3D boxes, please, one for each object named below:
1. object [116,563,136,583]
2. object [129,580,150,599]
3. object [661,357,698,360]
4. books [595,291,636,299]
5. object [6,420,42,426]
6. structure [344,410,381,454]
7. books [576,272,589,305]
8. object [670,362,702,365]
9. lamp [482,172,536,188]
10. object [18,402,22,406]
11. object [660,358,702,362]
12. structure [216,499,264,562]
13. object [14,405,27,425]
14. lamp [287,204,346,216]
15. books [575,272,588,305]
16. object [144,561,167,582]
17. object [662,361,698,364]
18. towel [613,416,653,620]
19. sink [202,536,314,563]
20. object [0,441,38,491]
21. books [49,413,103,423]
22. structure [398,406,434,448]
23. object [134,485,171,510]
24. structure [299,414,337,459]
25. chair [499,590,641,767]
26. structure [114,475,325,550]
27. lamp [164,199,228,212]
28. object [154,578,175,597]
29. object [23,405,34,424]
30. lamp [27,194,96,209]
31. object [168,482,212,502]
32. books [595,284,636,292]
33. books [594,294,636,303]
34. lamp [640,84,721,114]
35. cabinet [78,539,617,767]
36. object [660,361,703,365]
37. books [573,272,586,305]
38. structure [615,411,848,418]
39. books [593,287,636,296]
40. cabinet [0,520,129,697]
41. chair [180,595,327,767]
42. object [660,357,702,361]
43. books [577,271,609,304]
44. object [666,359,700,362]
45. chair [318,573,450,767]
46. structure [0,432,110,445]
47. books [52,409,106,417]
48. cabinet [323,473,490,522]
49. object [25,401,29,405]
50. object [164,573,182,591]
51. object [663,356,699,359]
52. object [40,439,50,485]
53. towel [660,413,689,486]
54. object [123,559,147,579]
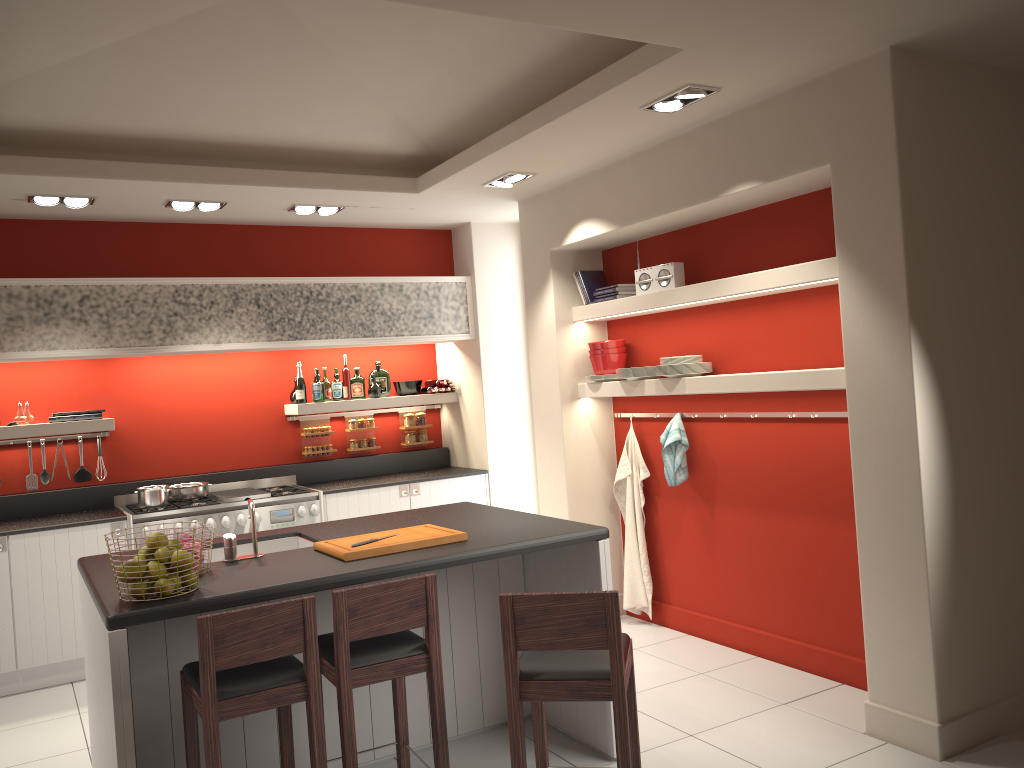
[{"bbox_3d":[-1.373,0.676,3.168,0.076,0.077,0.076,-4,0,25],"label":"object"},{"bbox_3d":[-1.316,0.725,3.131,0.068,0.068,0.068,-4,0,-19],"label":"object"},{"bbox_3d":[1.027,-0.150,5.385,0.255,0.015,0.255,-4,0,41],"label":"object"},{"bbox_3d":[0.714,-0.591,5.898,0.207,0.019,0.258,-4,0,-29],"label":"books"},{"bbox_3d":[-3.333,0.266,6.063,0.160,0.027,0.183,-4,0,-1],"label":"object"},{"bbox_3d":[-1.240,0.398,7.354,0.256,0.347,0.130,-4,0,-30],"label":"structure"},{"bbox_3d":[0.570,-0.665,6.139,0.209,0.243,0.126,-4,0,-30],"label":"books"},{"bbox_3d":[1.029,-0.116,5.385,0.255,0.015,0.255,-4,0,41],"label":"object"},{"bbox_3d":[-0.022,-1.326,5.701,0.199,0.090,0.361,-4,0,-30],"label":"lamp"},{"bbox_3d":[-3.342,0.135,6.019,0.024,0.031,0.023,-4,0,12],"label":"object"},{"bbox_3d":[1.027,-0.140,5.385,0.255,0.015,0.255,-4,0,41],"label":"object"},{"bbox_3d":[-1.192,0.642,3.869,0.183,0.249,0.224,-4,0,-29],"label":"structure"},{"bbox_3d":[-3.336,0.210,6.019,0.076,0.131,0.076,-4,0,13],"label":"object"},{"bbox_3d":[-1.355,-1.232,6.148,0.361,0.103,0.199,-4,0,-30],"label":"lamp"},{"bbox_3d":[0.561,-0.663,6.156,0.208,0.242,0.126,-4,0,-30],"label":"books"},{"bbox_3d":[-1.274,0.669,3.168,0.076,0.077,0.076,-4,0,25],"label":"object"},{"bbox_3d":[1.028,-0.125,5.385,0.255,0.015,0.255,-4,0,41],"label":"object"},{"bbox_3d":[0.798,0.907,6.030,0.141,1.362,0.341,-4,0,-29],"label":"towel"},{"bbox_3d":[-1.179,0.900,4.106,0.567,0.258,0.516,-4,0,-30],"label":"sink"},{"bbox_3d":[-3.452,0.576,6.138,0.287,0.351,0.022,-4,0,-29],"label":"object"},{"bbox_3d":[-3.043,0.237,6.195,0.331,0.042,0.207,-4,0,-25],"label":"books"},{"bbox_3d":[-0.824,0.367,7.592,0.256,0.347,0.130,-4,0,-30],"label":"structure"},{"bbox_3d":[-2.438,0.772,6.023,0.201,0.148,0.201,-4,0,-37],"label":"object"},{"bbox_3d":[-1.567,0.422,7.167,0.256,0.347,0.130,-4,0,-30],"label":"structure"},{"bbox_3d":[0.224,1.167,3.052,0.383,1.008,0.474,-4,0,11],"label":"chair"},{"bbox_3d":[-2.054,1.291,6.352,1.322,1.085,0.777,-4,0,-30],"label":"structure"},{"bbox_3d":[-2.049,-1.180,5.751,0.361,0.104,0.199,-4,0,-30],"label":"lamp"},{"bbox_3d":[-1.228,0.719,3.135,0.068,0.068,0.068,-4,0,-19],"label":"object"},{"bbox_3d":[-3.338,0.210,6.108,0.076,0.134,0.077,-4,0,44],"label":"object"},{"bbox_3d":[-2.726,-1.130,5.364,0.361,0.109,0.199,-4,0,-30],"label":"lamp"},{"bbox_3d":[-2.358,0.783,6.440,0.309,0.105,0.309,-4,0,-2],"label":"object"},{"bbox_3d":[0.710,-0.640,5.898,0.207,0.019,0.258,-4,0,-29],"label":"books"},{"bbox_3d":[0.703,-0.566,5.904,0.207,0.030,0.258,-4,0,-30],"label":"books"},{"bbox_3d":[0.803,-1.383,4.254,0.199,0.085,0.361,-4,0,-30],"label":"lamp"},{"bbox_3d":[-0.766,1.279,4.043,2.035,1.011,1.423,-4,0,-30],"label":"cabinet"},{"bbox_3d":[1.029,-0.120,5.385,0.255,0.015,0.255,-4,0,41],"label":"object"},{"bbox_3d":[0.552,-0.667,6.186,0.210,0.248,0.136,-4,0,-30],"label":"books"},{"bbox_3d":[1.282,0.183,5.279,0.063,0.034,2.223,-4,0,-30],"label":"structure"},{"bbox_3d":[0.699,-0.615,5.904,0.207,0.030,0.258,-4,0,-30],"label":"books"},{"bbox_3d":[-3.226,1.434,5.732,1.361,0.993,0.687,-4,0,-30],"label":"cabinet"},{"bbox_3d":[-0.919,1.248,3.137,0.383,1.008,0.474,-4,0,-30],"label":"chair"},{"bbox_3d":[1.027,-0.145,5.385,0.255,0.015,0.255,-4,0,41],"label":"object"},{"bbox_3d":[0.577,-0.665,6.112,0.207,0.246,0.136,-4,0,-30],"label":"books"},{"bbox_3d":[1.028,-0.135,5.385,0.255,0.015,0.255,-4,0,41],"label":"object"},{"bbox_3d":[-0.520,1.219,3.366,0.383,1.008,0.474,-4,0,-28],"label":"chair"},{"bbox_3d":[-3.523,0.408,6.134,1.355,0.034,0.054,-4,0,-30],"label":"structure"},{"bbox_3d":[-3.041,0.202,6.222,0.332,0.026,0.207,-4,0,-29],"label":"books"},{"bbox_3d":[-0.916,1.264,7.055,1.361,0.993,0.687,-4,0,-30],"label":"cabinet"},{"bbox_3d":[-3.343,0.136,6.110,0.023,0.032,0.026,-4,0,43],"label":"object"},{"bbox_3d":[-1.234,0.719,3.217,0.068,0.068,0.068,-4,0,-19],"label":"object"},{"bbox_3d":[1.026,-0.154,5.385,0.255,0.015,0.255,-4,0,41],"label":"object"},{"bbox_3d":[-3.290,0.550,6.234,0.067,0.323,0.022,-4,0,-31],"label":"object"},{"bbox_3d":[1.029,0.413,5.600,0.179,0.452,0.209,-4,0,10],"label":"towel"},{"bbox_3d":[-1.328,0.651,3.122,0.077,0.068,0.076,-4,0,-36],"label":"object"}]
